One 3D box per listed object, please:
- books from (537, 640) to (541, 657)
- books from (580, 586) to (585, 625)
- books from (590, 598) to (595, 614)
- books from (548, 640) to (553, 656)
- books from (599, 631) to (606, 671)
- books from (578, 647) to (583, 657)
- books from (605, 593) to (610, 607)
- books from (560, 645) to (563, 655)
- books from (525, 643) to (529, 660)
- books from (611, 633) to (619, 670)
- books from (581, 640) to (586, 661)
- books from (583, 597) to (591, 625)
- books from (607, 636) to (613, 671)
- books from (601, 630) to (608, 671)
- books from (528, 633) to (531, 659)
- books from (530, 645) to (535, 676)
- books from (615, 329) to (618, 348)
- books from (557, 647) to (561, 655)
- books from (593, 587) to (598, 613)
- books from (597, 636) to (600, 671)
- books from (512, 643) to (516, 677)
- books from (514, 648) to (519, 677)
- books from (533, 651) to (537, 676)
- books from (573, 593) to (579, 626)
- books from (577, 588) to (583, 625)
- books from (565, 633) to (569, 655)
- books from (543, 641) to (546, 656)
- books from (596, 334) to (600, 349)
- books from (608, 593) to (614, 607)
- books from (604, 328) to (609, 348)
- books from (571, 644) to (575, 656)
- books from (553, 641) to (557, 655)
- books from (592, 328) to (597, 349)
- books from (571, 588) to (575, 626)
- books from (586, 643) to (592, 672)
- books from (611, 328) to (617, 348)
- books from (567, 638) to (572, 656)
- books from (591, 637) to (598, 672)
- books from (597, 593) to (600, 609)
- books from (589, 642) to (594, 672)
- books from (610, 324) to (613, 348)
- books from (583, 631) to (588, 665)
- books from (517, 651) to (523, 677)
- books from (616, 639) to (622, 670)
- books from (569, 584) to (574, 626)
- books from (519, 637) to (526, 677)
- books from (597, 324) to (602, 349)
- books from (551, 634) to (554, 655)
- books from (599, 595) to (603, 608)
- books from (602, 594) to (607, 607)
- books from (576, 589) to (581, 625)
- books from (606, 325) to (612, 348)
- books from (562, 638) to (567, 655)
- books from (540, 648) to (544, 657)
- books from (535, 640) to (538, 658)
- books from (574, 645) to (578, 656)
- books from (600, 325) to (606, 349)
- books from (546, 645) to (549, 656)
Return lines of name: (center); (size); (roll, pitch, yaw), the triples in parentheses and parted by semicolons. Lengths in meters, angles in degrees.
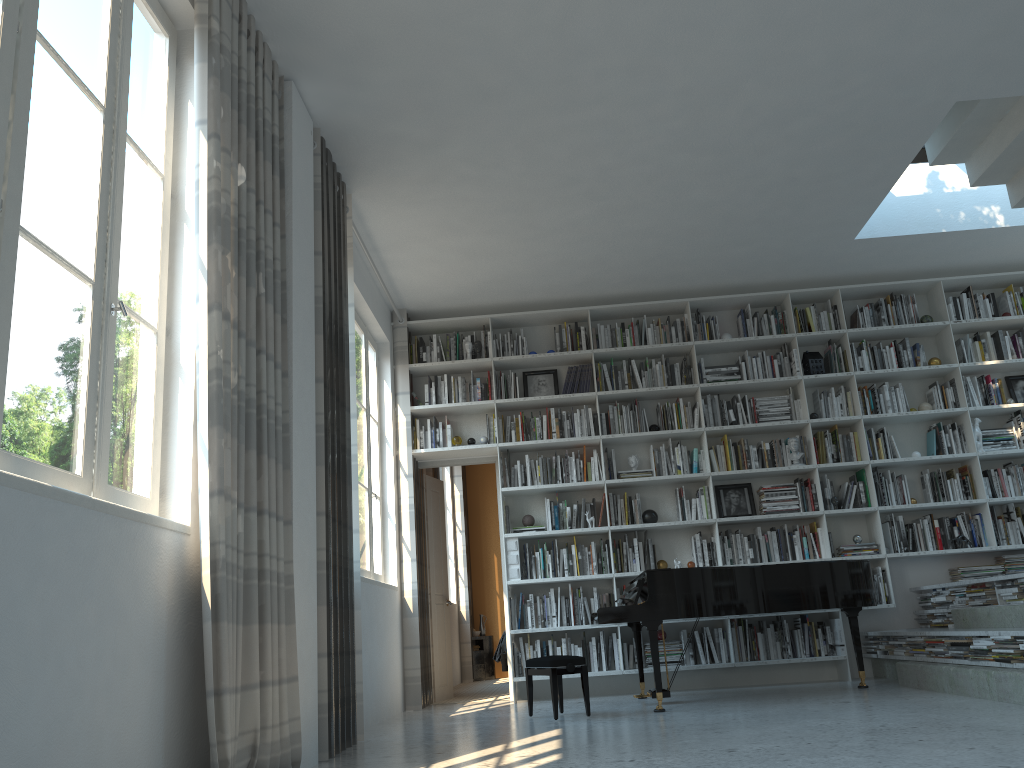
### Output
books: (0.217, 2.144, 6.956); (0.023, 0.265, 0.177); (-4, -16, 2)
books: (0.560, 1.764, 7.047); (0.013, 0.300, 0.173); (-4, -16, 2)
books: (0.645, 1.810, 7.051); (0.030, 0.202, 0.142); (-4, -16, 2)
books: (0.308, 2.145, 6.966); (0.027, 0.256, 0.160); (-4, -16, 2)
books: (0.708, 2.091, 6.944); (0.021, 0.294, 0.188); (-4, -16, 2)
books: (0.537, 2.154, 6.928); (0.031, 0.187, 0.190); (-4, -16, 2)
books: (0.760, 1.784, 7.045); (0.026, 0.235, 0.141); (-4, -16, 2)
books: (0.396, 2.163, 6.968); (0.014, 0.210, 0.146); (-4, -16, 2)
books: (0.128, 2.164, 6.971); (0.024, 0.246, 0.143); (-4, -16, 2)
books: (0.811, 2.098, 6.959); (0.027, 0.275, 0.144); (-4, -15, 2)
books: (0.562, 2.125, 6.934); (0.023, 0.243, 0.188); (-4, -16, 2)
books: (0.599, 1.803, 7.037); (0.059, 0.215, 0.178); (-4, -16, 2)
books: (0.765, 2.111, 6.956); (0.065, 0.255, 0.156); (-4, -16, 2)
books: (0.724, 2.085, 6.942); (0.012, 0.303, 0.166); (-4, -15, 2)
books: (0.143, 2.127, 6.977); (0.011, 0.317, 0.158); (-4, -15, 2)
books: (0.162, 2.169, 6.959); (0.022, 0.225, 0.155); (-4, -16, 2)
books: (0.893, -0.348, 7.598); (0.015, 0.207, 0.167); (-4, -16, 2)
books: (0.373, 2.161, 6.939); (0.030, 0.201, 0.168); (-4, -16, 2)
books: (0.669, 1.765, 7.053); (0.025, 0.287, 0.131); (-4, -15, 2)
books: (0.680, 2.116, 6.969); (0.040, 0.263, 0.138); (-4, -15, 2)
books: (0.021, 2.170, 6.980); (0.012, 0.253, 0.161); (-4, -16, 2)
books: (0.040, 2.187, 6.974); (0.023, 0.215, 0.159); (-4, -16, 2)
books: (0.185, 2.188, 6.960); (0.022, 0.185, 0.146); (-4, -16, 2)
books: (0.507, 1.795, 7.057); (0.029, 0.254, 0.153); (-4, -16, 2)
books: (0.544, 1.772, 7.051); (0.022, 0.290, 0.138); (-4, -15, 2)
books: (0.437, 2.113, 6.972); (0.014, 0.303, 0.140); (-4, -15, 2)
books: (0.262, 2.152, 6.972); (0.022, 0.251, 0.140); (-4, -15, 2)
books: (0.736, -0.319, 7.614); (0.024, 0.182, 0.133); (-4, -16, 2)
books: (0.787, 1.781, 7.035); (0.030, 0.230, 0.151); (-4, -16, 2)
books: (0.810, -0.347, 7.603); (0.023, 0.219, 0.182); (-4, -16, 2)
books: (0.482, 2.146, 6.941); (0.021, 0.217, 0.191); (-4, -16, 2)
books: (0.347, 2.149, 6.970); (0.022, 0.245, 0.135); (-4, -15, 2)
books: (0.707, -0.348, 7.608); (0.029, 0.237, 0.156); (-4, -16, 2)
books: (0.484, 1.772, 7.046); (0.012, 0.294, 0.177); (-4, -16, 2)
books: (0.600, 2.145, 6.957); (0.024, 0.213, 0.137); (-4, -16, 2)
books: (0.871, -0.350, 7.586); (0.029, 0.207, 0.179); (-4, -16, 2)
books: (0.457, 2.125, 6.949); (0.025, 0.265, 0.160); (-4, -16, 2)
books: (0.646, 2.117, 6.947); (0.027, 0.255, 0.179); (-4, -16, 2)
books: (0.686, 1.780, 7.021); (0.011, 0.239, 0.175); (-4, -16, 2)
books: (0.622, 2.134, 6.946); (0.022, 0.224, 0.141); (-4, -16, 2)
books: (0.850, -0.365, 7.604); (0.012, 0.249, 0.174); (-4, -16, 2)
books: (0.579, 2.100, 6.972); (0.013, 0.309, 0.131); (-4, -15, 2)
books: (0.065, 2.190, 6.944); (0.029, 0.190, 0.177); (-4, -16, 2)
books: (0.832, 2.105, 6.911); (0.017, 0.232, 0.213); (-4, -16, 2)
books: (0.470, 1.756, 7.042); (0.014, 0.324, 0.171); (-4, -15, 2)
books: (0.091, 2.142, 6.972); (0.044, 0.293, 0.182); (-4, -16, 2)
books: (0.756, -0.365, 7.636); (0.021, 0.278, 0.141); (-4, -15, 2)
books: (0.326, 2.118, 6.957); (0.013, 0.299, 0.184); (-4, -16, 2)
books: (0.709, 1.794, 7.052); (0.030, 0.226, 0.140); (-4, -16, 2)
books: (0.734, 1.780, 7.010); (0.023, 0.227, 0.190); (-4, -16, 2)
books: (0.527, 1.780, 7.063); (0.013, 0.283, 0.139); (-4, -15, 2)
books: (0.832, -0.363, 7.609); (0.023, 0.250, 0.171); (-4, -16, 2)
books: (0.415, 2.128, 6.950); (0.031, 0.265, 0.187); (-4, -16, 2)
books: (0.242, 2.175, 6.963); (0.022, 0.205, 0.159); (-4, -16, 2)
books: (0.199, 2.146, 6.951); (0.013, 0.261, 0.174); (-4, -16, 2)
books: (0.507, 2.149, 6.938); (0.028, 0.205, 0.171); (-4, -16, 2)
books: (0.782, -0.360, 7.613); (0.031, 0.254, 0.146); (-4, -15, 2)
books: (0.285, 2.163, 6.957); (0.022, 0.220, 0.163); (-4, -16, 2)
